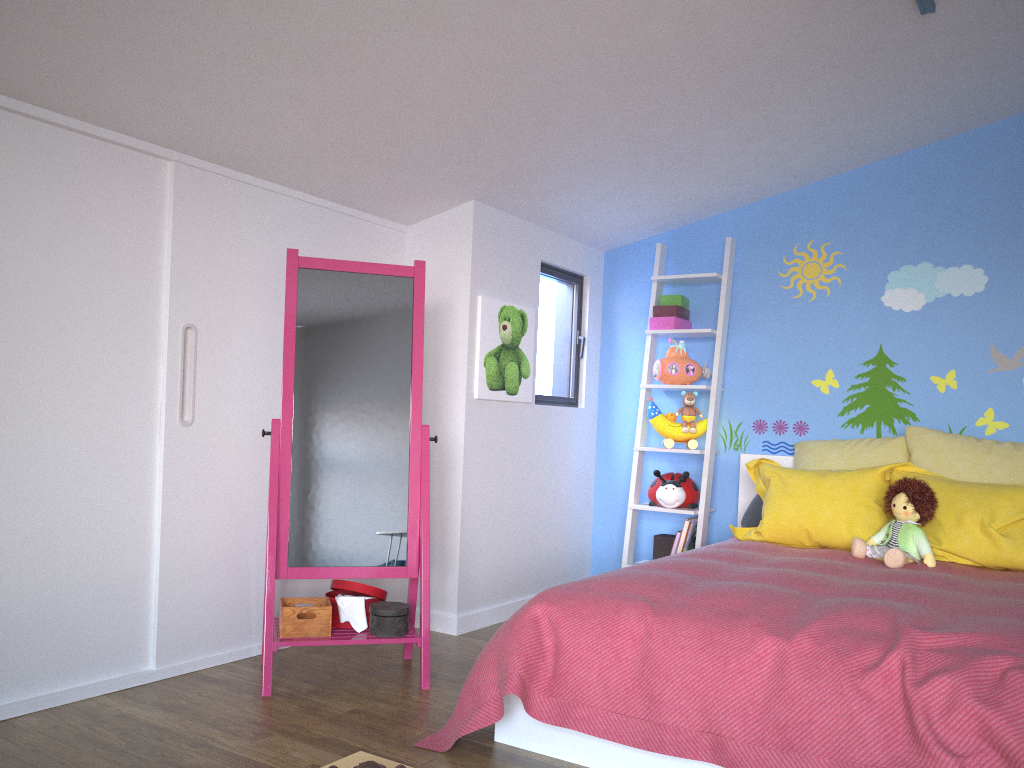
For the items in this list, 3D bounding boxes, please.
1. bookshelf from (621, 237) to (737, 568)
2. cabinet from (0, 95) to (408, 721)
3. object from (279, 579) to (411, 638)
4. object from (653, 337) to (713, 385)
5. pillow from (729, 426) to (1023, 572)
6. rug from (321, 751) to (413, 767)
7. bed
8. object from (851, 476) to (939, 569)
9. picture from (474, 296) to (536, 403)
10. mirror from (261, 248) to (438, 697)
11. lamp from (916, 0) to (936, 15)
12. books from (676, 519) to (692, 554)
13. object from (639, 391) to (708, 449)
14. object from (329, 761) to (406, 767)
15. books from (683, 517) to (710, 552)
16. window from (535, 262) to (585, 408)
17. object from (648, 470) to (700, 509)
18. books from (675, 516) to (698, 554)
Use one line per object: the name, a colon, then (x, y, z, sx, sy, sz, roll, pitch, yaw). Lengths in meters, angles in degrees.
bookshelf: (0.802, 0.206, 4.312, 0.391, 1.852, 0.381, 3, 1, 33)
cabinet: (-1.666, 0.055, 2.183, 0.053, 1.763, 4.238, 3, -1, 33)
object: (-0.593, 0.777, 3.144, 0.445, 0.159, 0.368, 3, -2, -11)
object: (0.836, -0.107, 4.322, 0.295, 0.234, 0.157, 2, 0, 3)
pillow: (1.555, 0.429, 3.565, 1.343, 0.532, 0.680, 1, -2, 34)
rug: (0.186, 0.977, 1.301, 2.198, 0.006, 1.202, 1, -3, 33)
bed: (1.133, 0.685, 2.900, 1.924, 0.811, 2.321, 1, -2, 33)
object: (1.391, 0.501, 3.195, 0.251, 0.342, 0.286, 3, -1, -23)
picture: (-0.028, -0.145, 3.980, 0.026, 0.443, 0.451, 3, 0, 33)
mirror: (-0.566, 0.283, 3.107, 0.611, 1.489, 0.416, 2, 1, -16)
lamp: (0.968, -1.140, 2.233, 0.123, 0.143, 1.206, 2, -2, 36)
books: (0.836, 0.760, 4.200, 0.079, 0.248, 0.197, 3, 0, 33)
object: (0.803, 0.173, 4.262, 0.372, 0.281, 0.154, 2, 0, 5)
object: (-0.335, 0.910, 2.045, 0.606, 0.111, 0.399, 3, -2, -8)
books: (3.192, 4.121, 5.064, 5.396, 6.712, 0.360, 3, 1, -16)
window: (0.175, -0.255, 4.479, 0.208, 0.747, 0.586, 3, 0, 33)
object: (0.769, 0.506, 4.290, 0.253, 0.183, 0.322, 1, -2, 40)
books: (0.841, 0.760, 4.245, 0.077, 0.253, 0.209, 3, 0, 33)
